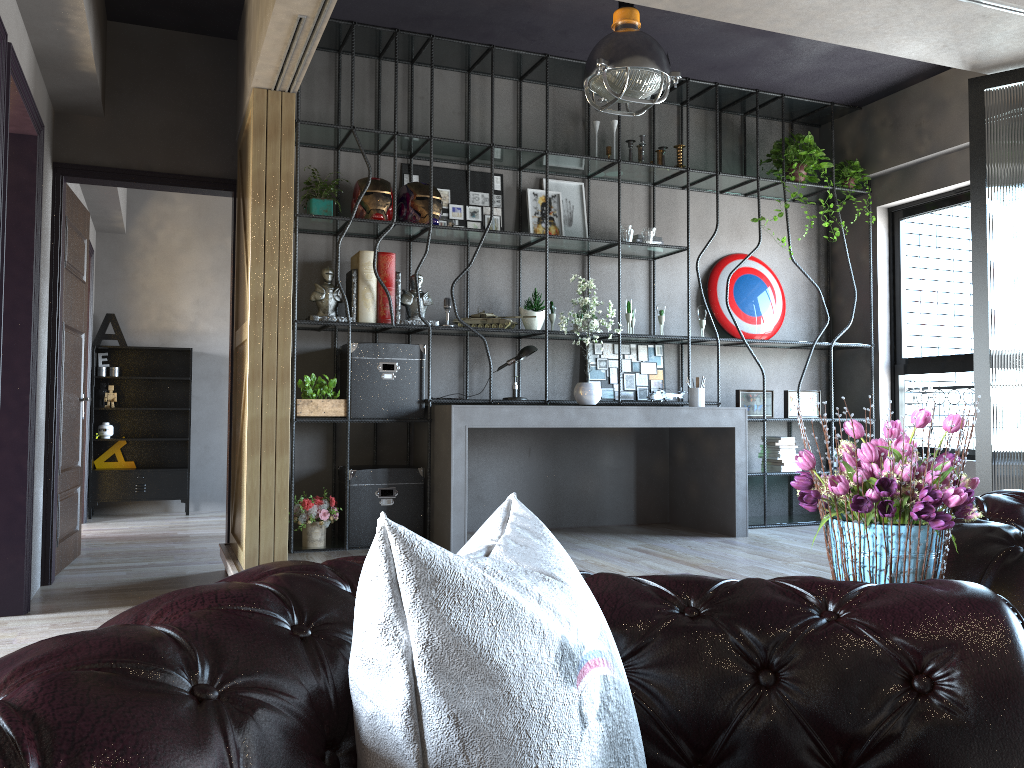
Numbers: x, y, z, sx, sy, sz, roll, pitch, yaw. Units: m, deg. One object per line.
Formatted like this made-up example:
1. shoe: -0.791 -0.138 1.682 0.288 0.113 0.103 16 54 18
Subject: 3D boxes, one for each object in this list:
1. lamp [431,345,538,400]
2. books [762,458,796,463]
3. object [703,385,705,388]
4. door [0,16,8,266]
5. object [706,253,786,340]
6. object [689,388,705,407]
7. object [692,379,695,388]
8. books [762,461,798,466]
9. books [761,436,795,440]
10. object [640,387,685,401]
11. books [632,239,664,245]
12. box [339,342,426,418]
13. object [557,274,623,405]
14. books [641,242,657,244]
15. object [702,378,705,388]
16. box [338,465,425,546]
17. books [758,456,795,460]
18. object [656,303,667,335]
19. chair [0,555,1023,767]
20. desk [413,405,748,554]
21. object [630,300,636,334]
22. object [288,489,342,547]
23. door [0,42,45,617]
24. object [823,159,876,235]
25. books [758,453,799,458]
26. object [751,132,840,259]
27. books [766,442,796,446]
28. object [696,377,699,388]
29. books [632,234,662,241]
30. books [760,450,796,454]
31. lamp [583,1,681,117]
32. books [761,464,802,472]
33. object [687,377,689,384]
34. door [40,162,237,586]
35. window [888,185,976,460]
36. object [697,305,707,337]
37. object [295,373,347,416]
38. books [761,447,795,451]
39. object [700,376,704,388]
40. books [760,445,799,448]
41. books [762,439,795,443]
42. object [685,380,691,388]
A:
1. lamp: -0.192 -0.076 6.030 0.740 0.371 0.204 0 -3 3
2. books: 2.067 0.586 6.814 0.175 0.023 0.249 1 -2 -21
3. object: 1.313 0.075 6.170 0.068 0.160 0.009 1 -3 -9
4. door: -1.938 -0.145 2.981 0.219 2.541 1.002 1 -3 -22
5. object: 1.873 -0.685 7.053 0.751 0.740 0.185 1 -3 -21
6. object: 1.286 0.097 6.170 0.110 0.137 0.110 1 -2 -12
7. object: 1.278 0.045 6.214 0.009 0.167 0.061 1 -3 -10
8. books: 2.067 0.609 6.813 0.175 0.023 0.249 1 -2 -26
9. books: 2.044 0.416 6.822 0.159 0.024 0.201 1 -2 -32
10. object: 1.112 0.076 6.535 0.379 0.111 0.351 0 -2 11
11. books: 0.982 -1.049 6.622 0.243 0.024 0.175 1 -2 -26
12. box: -0.843 -0.020 5.740 0.489 0.481 0.373 1 -3 -22
13. object: 0.510 -0.293 5.751 0.420 0.853 0.398 -1 -3 25
14. books: 0.970 -1.025 6.615 0.166 0.024 0.227 2 -3 -43
15. object: 1.324 0.042 6.192 0.062 0.169 0.009 1 -3 -22
16. box: -0.846 0.765 5.703 0.489 0.481 0.373 1 -3 -22
17. books: 2.049 0.567 6.819 0.192 0.014 0.255 1 -2 -19
18. object: 1.084 -0.464 6.438 0.113 0.246 0.113 0 -3 -3
19. chair: 0.065 0.646 0.816 1.244 0.845 1.492 0 -2 8
20. desk: 0.469 0.597 6.061 2.129 0.886 0.844 1 -2 -22
21. object: 0.898 -0.486 6.647 0.113 0.302 0.113 0 -3 -3
22. object: -1.236 0.816 5.451 0.345 0.362 0.331 1 -2 -18
23. door: -2.779 -0.121 3.904 1.098 2.546 1.149 1 -3 -22
24. object: 2.605 -1.460 6.966 0.444 0.634 0.401 0 -2 -3
25. books: 2.048 0.546 6.818 0.193 0.028 0.245 1 -2 -27
26. object: 2.103 -1.423 6.766 0.720 1.026 0.649 0 -2 -3
27. books: 2.056 0.458 6.816 0.162 0.023 0.231 0 -2 -6
28. object: 1.300 0.053 6.215 0.023 0.204 0.037 -1 -3 18
29. books: 0.976 -1.075 6.614 0.225 0.029 0.179 1 -2 -30
30. books: 2.045 0.522 6.825 0.158 0.021 0.224 1 -2 -22
31. lamp: 0.604 -2.089 4.904 0.534 1.150 0.515 3 -4 -44
32. books: 2.066 0.642 6.809 0.192 0.043 0.248 1 -2 -22
33. object: 1.244 0.052 6.185 0.046 0.203 0.023 0 -3 14
34. door: -2.479 -0.050 6.038 1.149 2.546 1.128 1 -3 -22
35. window: 3.320 -0.442 6.233 0.107 1.962 1.694 1 -3 -22
36. object: 1.441 -0.465 6.718 0.113 0.270 0.113 2 -3 -33
37. object: -1.171 0.065 5.436 0.304 0.265 0.180 1 -3 -22
38. books: 2.051 0.500 6.827 0.155 0.022 0.205 1 -2 -27
39. object: 1.320 0.034 6.205 0.052 0.185 0.009 1 -3 -20
40. books: 2.052 0.480 6.823 0.174 0.019 0.243 1 -2 -22
41. books: 2.051 0.438 6.829 0.155 0.020 0.205 1 -2 -22
42. object: 1.263 0.061 6.176 0.137 0.190 0.009 1 -3 -19
